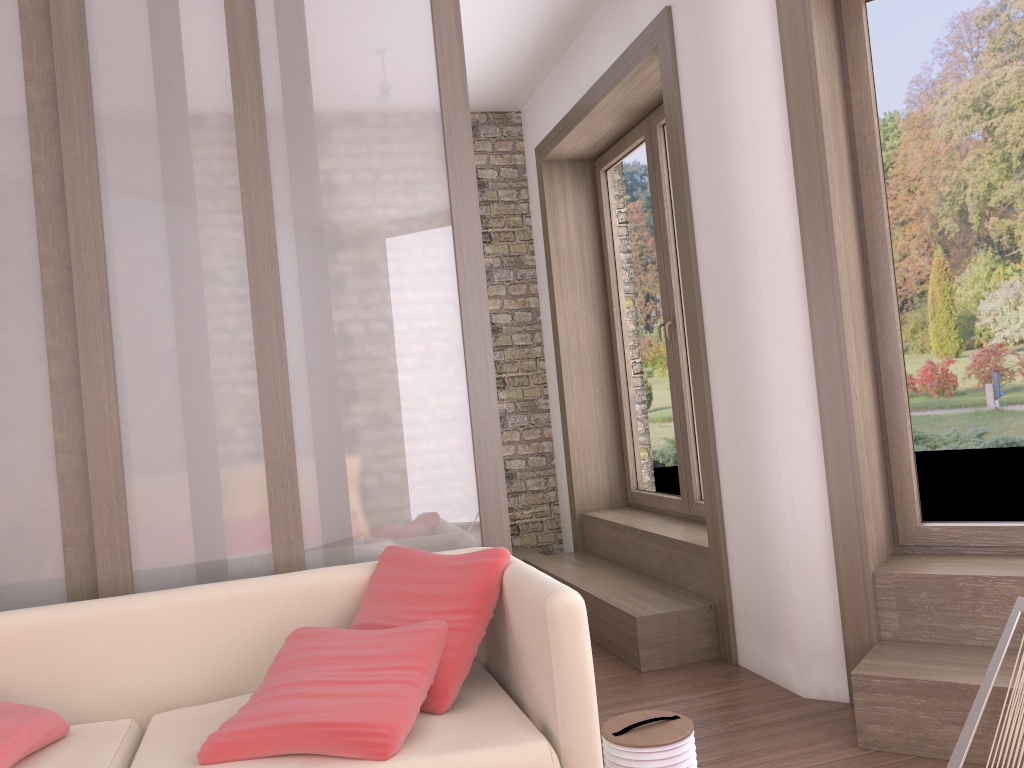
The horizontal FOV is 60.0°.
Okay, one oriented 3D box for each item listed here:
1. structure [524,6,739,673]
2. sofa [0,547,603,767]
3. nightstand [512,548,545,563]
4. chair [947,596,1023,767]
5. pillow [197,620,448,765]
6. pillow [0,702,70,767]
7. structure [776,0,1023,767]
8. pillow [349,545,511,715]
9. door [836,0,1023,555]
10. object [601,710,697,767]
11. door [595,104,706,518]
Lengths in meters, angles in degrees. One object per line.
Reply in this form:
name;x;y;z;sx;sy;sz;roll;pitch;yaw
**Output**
structure;0.579;-0.175;4.835;0.808;2.881;2.039;-5;-2;-15
sofa;-0.954;0.965;2.193;2.204;0.751;0.919;-5;-2;-15
nightstand;-0.168;1.246;5.704;0.707;0.240;0.400;-5;-2;-15
chair;0.645;0.785;1.177;0.853;0.762;0.739;-5;-2;-15
pillow;-0.448;0.765;2.228;0.507;0.224;0.467;-6;-2;13
pillow;-1.409;0.855;2.146;0.467;0.224;0.507;-5;-2;-2
structure;1.947;-0.365;2.709;2.039;2.881;0.845;-7;-2;35
pillow;-0.288;0.673;2.502;0.498;0.377;0.379;-7;-2;35
door;2.127;-0.553;2.999;1.800;2.275;0.142;-7;-2;35
object;0.364;1.043;2.291;0.239;0.341;0.239;-6;-2;17
door;0.874;-0.385;4.908;0.117;2.221;1.750;-5;-2;-15
